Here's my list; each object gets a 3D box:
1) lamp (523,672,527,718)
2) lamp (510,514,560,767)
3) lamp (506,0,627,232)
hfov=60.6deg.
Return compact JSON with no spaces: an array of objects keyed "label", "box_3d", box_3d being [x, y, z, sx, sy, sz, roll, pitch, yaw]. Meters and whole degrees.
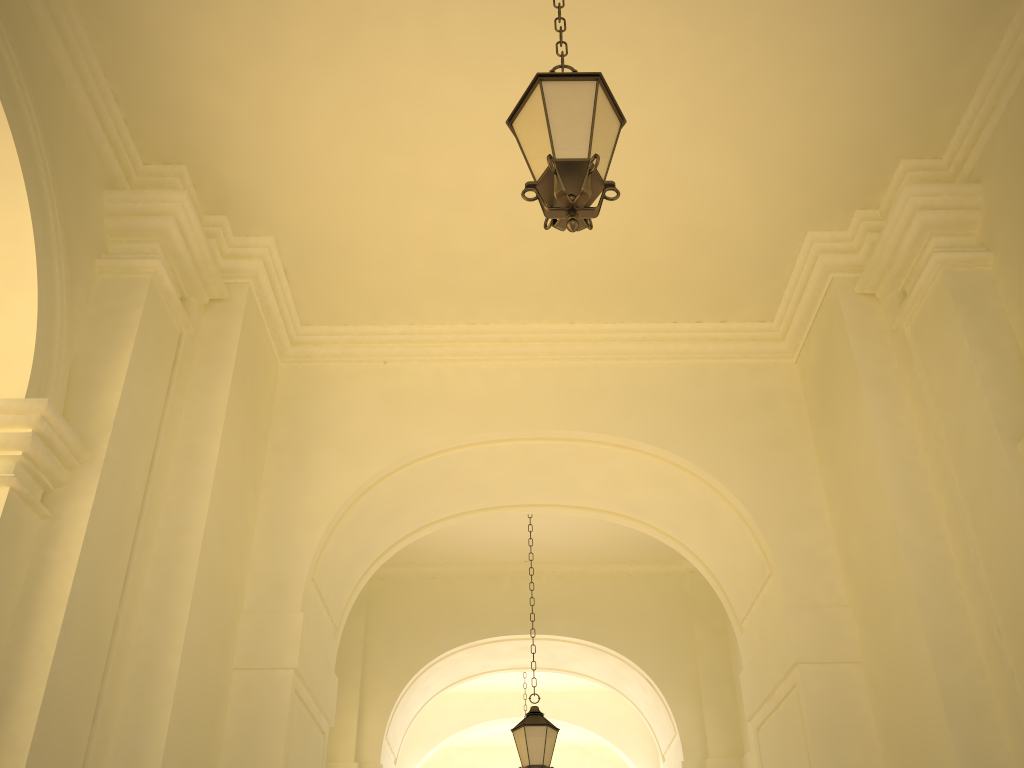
[{"label":"lamp","box_3d":[0.226,5.905,13.857,0.510,3.084,0.474,-1,-32,0]},{"label":"lamp","box_3d":[0.226,2.743,9.445,0.450,3.084,0.538,16,-35,-25]},{"label":"lamp","box_3d":[0.221,-1.603,3.993,0.450,2.391,0.537,-17,-35,25]}]
